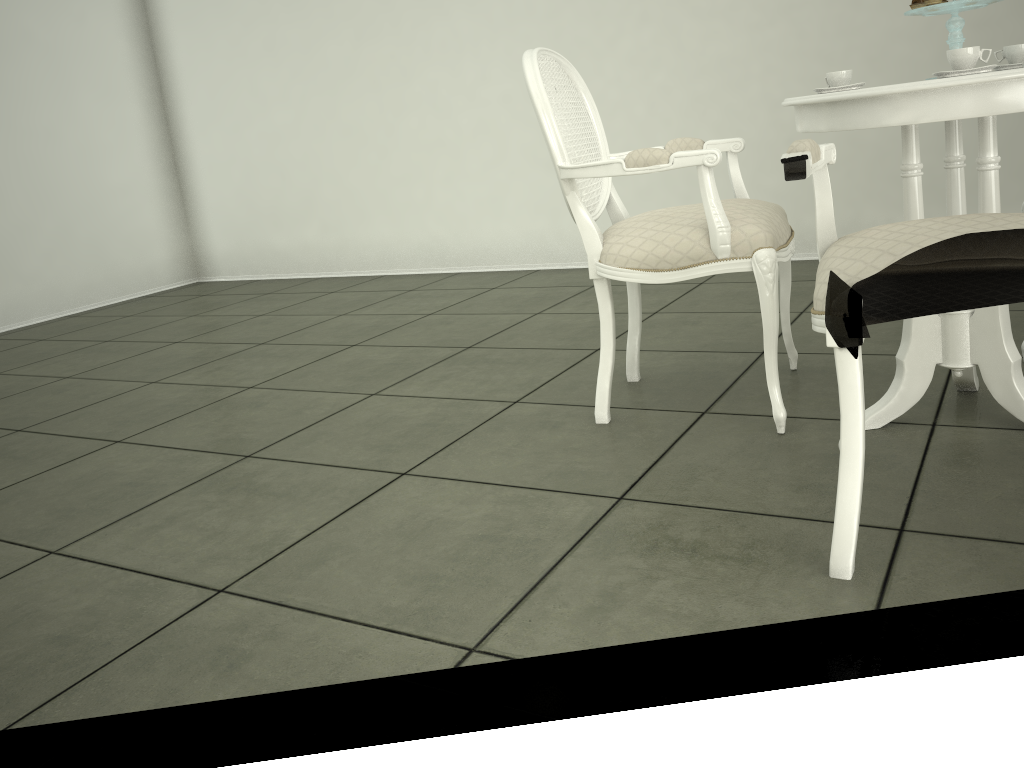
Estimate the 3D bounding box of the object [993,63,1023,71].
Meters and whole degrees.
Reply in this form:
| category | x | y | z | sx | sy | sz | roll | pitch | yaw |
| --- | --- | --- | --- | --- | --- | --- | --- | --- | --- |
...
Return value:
| category | x | y | z | sx | sy | sz | roll | pitch | yaw |
| --- | --- | --- | --- | --- | --- | --- | --- | --- | --- |
| object | 1.217 | -0.765 | 2.122 | 0.118 | 0.015 | 0.121 | 2 | 18 | 31 |

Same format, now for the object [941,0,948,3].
| category | x | y | z | sx | sy | sz | roll | pitch | yaw |
| --- | --- | --- | --- | --- | --- | --- | --- | --- | --- |
| object | 0.999 | -0.894 | 2.066 | 0.039 | 0.031 | 0.040 | -9 | 14 | -7 |

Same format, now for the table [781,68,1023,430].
| category | x | y | z | sx | sy | sz | roll | pitch | yaw |
| --- | --- | --- | --- | --- | --- | --- | --- | --- | --- |
| table | 1.063 | -0.314 | 2.124 | 0.740 | 0.815 | 0.755 | 0 | 15 | 28 |

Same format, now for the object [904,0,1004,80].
| category | x | y | z | sx | sy | sz | roll | pitch | yaw |
| --- | --- | --- | --- | --- | --- | --- | --- | --- | --- |
| object | 1.005 | -0.826 | 2.003 | 0.212 | 0.244 | 0.213 | -14 | 14 | -25 |

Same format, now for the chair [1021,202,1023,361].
| category | x | y | z | sx | sy | sz | roll | pitch | yaw |
| --- | --- | --- | --- | --- | --- | --- | --- | --- | --- |
| chair | 1.733 | -0.535 | 2.180 | 0.690 | 1.045 | 0.606 | -8 | 12 | -2 |

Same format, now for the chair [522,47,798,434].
| category | x | y | z | sx | sy | sz | roll | pitch | yaw |
| --- | --- | --- | --- | --- | --- | --- | --- | --- | --- |
| chair | 0.438 | -0.461 | 2.517 | 0.689 | 1.045 | 0.607 | -2 | 13 | 22 |

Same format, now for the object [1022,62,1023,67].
| category | x | y | z | sx | sy | sz | roll | pitch | yaw |
| --- | --- | --- | --- | --- | --- | --- | --- | --- | --- |
| object | 1.093 | -0.841 | 1.811 | 0.087 | 0.358 | 0.089 | -6 | 11 | 10 |

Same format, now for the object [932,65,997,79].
| category | x | y | z | sx | sy | sz | roll | pitch | yaw |
| --- | --- | --- | --- | --- | --- | --- | --- | --- | --- |
| object | 0.939 | -0.647 | 1.834 | 0.118 | 0.015 | 0.121 | -1 | 17 | 21 |

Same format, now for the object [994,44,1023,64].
| category | x | y | z | sx | sy | sz | roll | pitch | yaw |
| --- | --- | --- | --- | --- | --- | --- | --- | --- | --- |
| object | 1.207 | -0.788 | 2.119 | 0.077 | 0.048 | 0.064 | -4 | 14 | 12 |

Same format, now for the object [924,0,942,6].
| category | x | y | z | sx | sy | sz | roll | pitch | yaw |
| --- | --- | --- | --- | --- | --- | --- | --- | --- | --- |
| object | 0.936 | -0.856 | 1.960 | 0.039 | 0.031 | 0.040 | -9 | 14 | -7 |

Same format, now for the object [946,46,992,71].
| category | x | y | z | sx | sy | sz | roll | pitch | yaw |
| --- | --- | --- | --- | --- | --- | --- | --- | --- | --- |
| object | 0.939 | -0.669 | 1.823 | 0.063 | 0.048 | 0.079 | -14 | 16 | -24 |

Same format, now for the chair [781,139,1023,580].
| category | x | y | z | sx | sy | sz | roll | pitch | yaw |
| --- | --- | --- | --- | --- | --- | --- | --- | --- | --- |
| chair | 0.783 | -0.222 | 1.517 | 0.595 | 1.045 | 0.703 | 0 | 14 | 32 |

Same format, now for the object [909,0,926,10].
| category | x | y | z | sx | sy | sz | roll | pitch | yaw |
| --- | --- | --- | --- | --- | --- | --- | --- | --- | --- |
| object | 0.936 | -0.876 | 2.032 | 0.039 | 0.031 | 0.040 | -8 | 14 | -2 |

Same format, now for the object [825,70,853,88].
| category | x | y | z | sx | sy | sz | roll | pitch | yaw |
| --- | --- | --- | --- | --- | --- | --- | --- | --- | --- |
| object | 0.823 | -0.766 | 2.237 | 0.078 | 0.048 | 0.063 | 5 | 19 | 41 |

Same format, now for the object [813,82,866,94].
| category | x | y | z | sx | sy | sz | roll | pitch | yaw |
| --- | --- | --- | --- | --- | --- | --- | --- | --- | --- |
| object | 0.779 | -0.702 | 2.099 | 0.118 | 0.015 | 0.121 | -1 | 17 | 21 |
